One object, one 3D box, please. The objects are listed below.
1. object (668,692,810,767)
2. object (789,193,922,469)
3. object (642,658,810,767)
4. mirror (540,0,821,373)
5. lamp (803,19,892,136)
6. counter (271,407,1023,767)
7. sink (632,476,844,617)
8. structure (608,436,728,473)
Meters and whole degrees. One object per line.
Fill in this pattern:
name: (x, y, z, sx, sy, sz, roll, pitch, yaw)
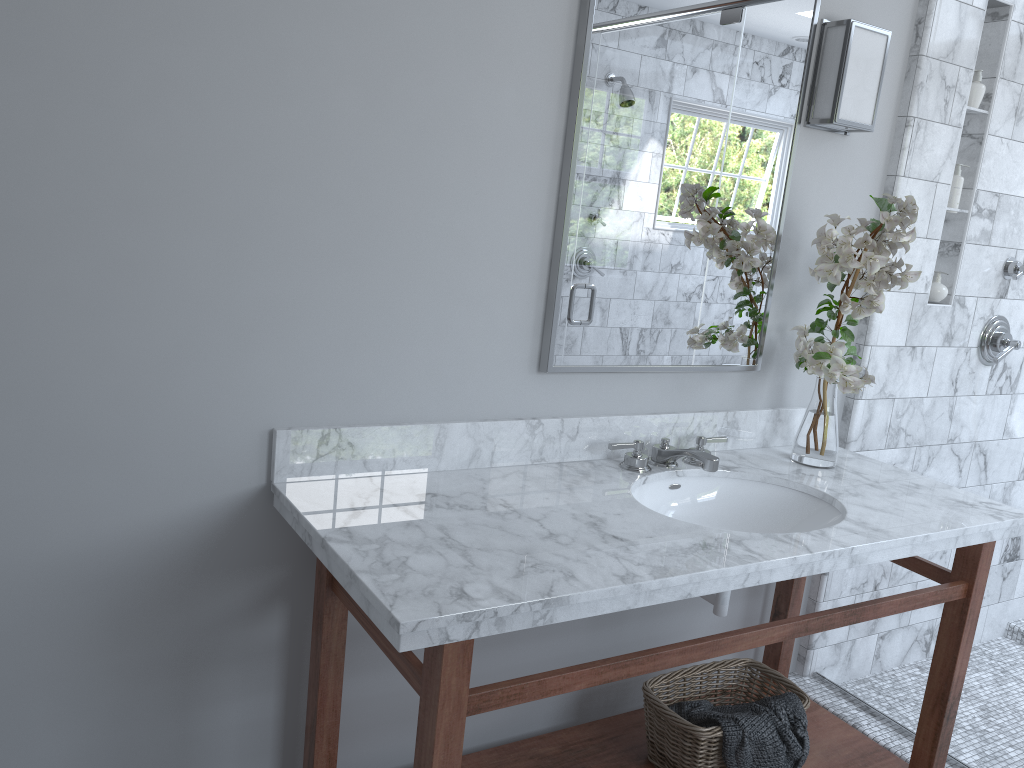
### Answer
object: (0.553, 0.846, 2.153, 0.302, 0.213, 0.322, -1, 13, -30)
object: (0.845, -0.114, 2.221, 0.225, 0.706, 0.374, 6, 11, -1)
object: (0.519, 0.848, 2.199, 0.417, 0.198, 0.262, -1, 13, -31)
mirror: (0.419, -0.509, 2.129, 0.694, 0.977, 0.030, -1, 13, -32)
lamp: (0.872, -0.792, 2.295, 0.175, 0.266, 0.091, -1, 13, -32)
counter: (0.344, 0.626, 2.023, 1.657, 0.983, 0.638, -1, 13, -32)
sink: (0.476, 0.403, 2.035, 0.517, 0.270, 0.494, 10, 12, 17)
structure: (0.390, 0.168, 2.197, 0.256, 0.069, 0.295, 10, 12, 17)
